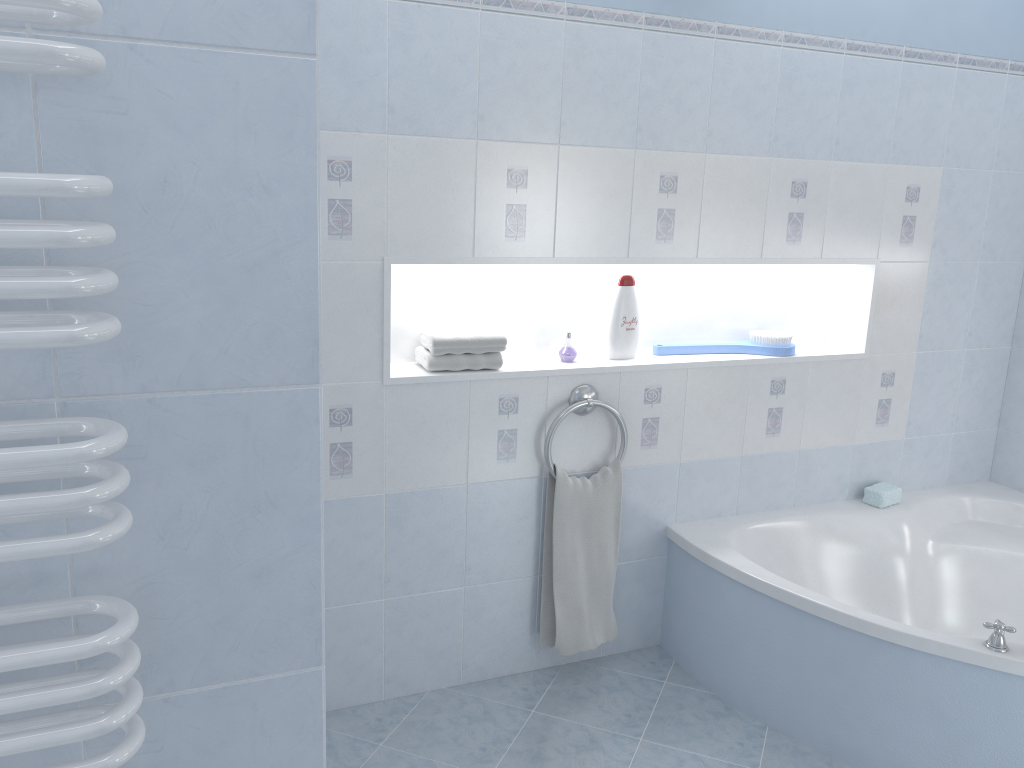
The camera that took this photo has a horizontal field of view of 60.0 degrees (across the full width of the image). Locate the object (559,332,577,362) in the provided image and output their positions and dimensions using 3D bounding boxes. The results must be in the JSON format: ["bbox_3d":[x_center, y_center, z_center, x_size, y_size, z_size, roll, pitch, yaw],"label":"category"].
[{"bbox_3d":[0.178,-0.117,2.806,0.059,0.094,0.059,-5,15,-29],"label":"object"}]

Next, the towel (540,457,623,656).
[{"bbox_3d":[0.234,0.550,2.821,0.280,0.634,0.101,-4,14,-26],"label":"towel"}]

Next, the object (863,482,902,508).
[{"bbox_3d":[1.374,0.412,3.289,0.128,0.059,0.081,-7,16,-36],"label":"object"}]

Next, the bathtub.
[{"bbox_3d":[1.536,0.730,2.657,1.578,0.670,1.596,-3,14,-23],"label":"bathtub"}]

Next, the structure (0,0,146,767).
[{"bbox_3d":[-0.595,0.092,0.721,0.524,0.950,0.138,-3,14,-23],"label":"structure"}]

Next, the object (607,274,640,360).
[{"bbox_3d":[0.365,-0.217,2.879,0.134,0.276,0.063,-7,16,-35],"label":"object"}]

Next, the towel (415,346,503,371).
[{"bbox_3d":[-0.159,-0.081,2.660,0.232,0.060,0.162,-3,14,-21],"label":"towel"}]

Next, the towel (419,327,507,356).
[{"bbox_3d":[-0.148,-0.132,2.654,0.232,0.062,0.163,-3,14,-21],"label":"towel"}]

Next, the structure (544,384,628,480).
[{"bbox_3d":[0.229,0.167,2.762,0.291,0.332,0.051,-3,14,-23],"label":"structure"}]

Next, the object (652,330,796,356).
[{"bbox_3d":[0.731,-0.146,3.092,0.534,0.065,0.172,0,13,-9],"label":"object"}]
